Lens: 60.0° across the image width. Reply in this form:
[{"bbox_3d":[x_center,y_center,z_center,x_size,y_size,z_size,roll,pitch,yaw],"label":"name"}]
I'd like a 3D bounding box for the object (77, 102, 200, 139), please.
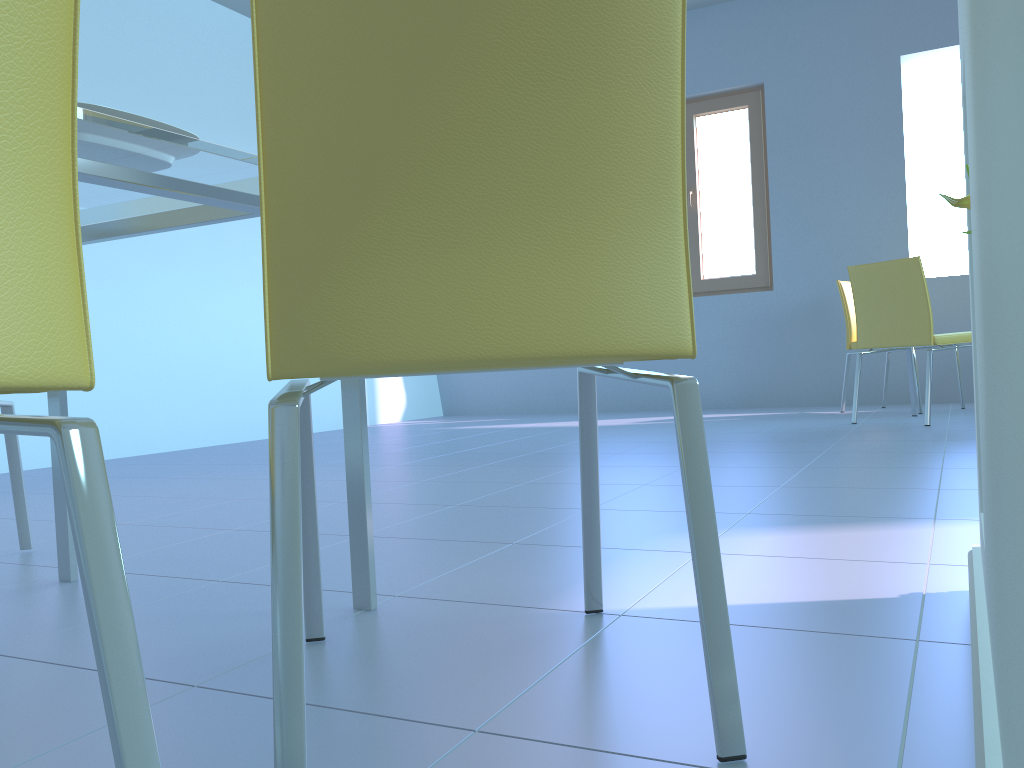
[{"bbox_3d":[-0.482,-0.265,0.982,0.228,0.020,0.228,-2,1,24],"label":"object"}]

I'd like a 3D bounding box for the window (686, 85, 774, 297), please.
[{"bbox_3d":[0.931,-1.174,5.774,1.475,1.263,0.142,-2,1,27],"label":"window"}]

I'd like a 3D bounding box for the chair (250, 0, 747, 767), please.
[{"bbox_3d":[-0.047,-0.037,0.901,0.387,0.695,0.484,-3,1,-10],"label":"chair"}]

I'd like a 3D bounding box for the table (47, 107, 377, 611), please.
[{"bbox_3d":[-0.764,0.058,0.874,0.730,0.590,1.173,-2,1,27],"label":"table"}]

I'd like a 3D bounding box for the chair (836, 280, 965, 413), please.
[{"bbox_3d":[1.992,-0.213,4.595,0.387,0.695,0.484,-4,1,-32],"label":"chair"}]

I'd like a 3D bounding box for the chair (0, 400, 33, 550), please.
[{"bbox_3d":[-1.138,0.007,1.580,0.387,0.695,0.484,-3,1,-15],"label":"chair"}]

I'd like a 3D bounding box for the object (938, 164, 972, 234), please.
[{"bbox_3d":[0.540,-0.056,0.934,0.229,0.423,0.067,-4,1,-32],"label":"object"}]

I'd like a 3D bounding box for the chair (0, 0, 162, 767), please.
[{"bbox_3d":[-0.478,-0.006,0.440,0.484,0.695,0.387,-2,1,29],"label":"chair"}]

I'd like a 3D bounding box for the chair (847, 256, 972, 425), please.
[{"bbox_3d":[1.776,-0.188,3.896,0.484,0.695,0.387,-4,1,-32],"label":"chair"}]
